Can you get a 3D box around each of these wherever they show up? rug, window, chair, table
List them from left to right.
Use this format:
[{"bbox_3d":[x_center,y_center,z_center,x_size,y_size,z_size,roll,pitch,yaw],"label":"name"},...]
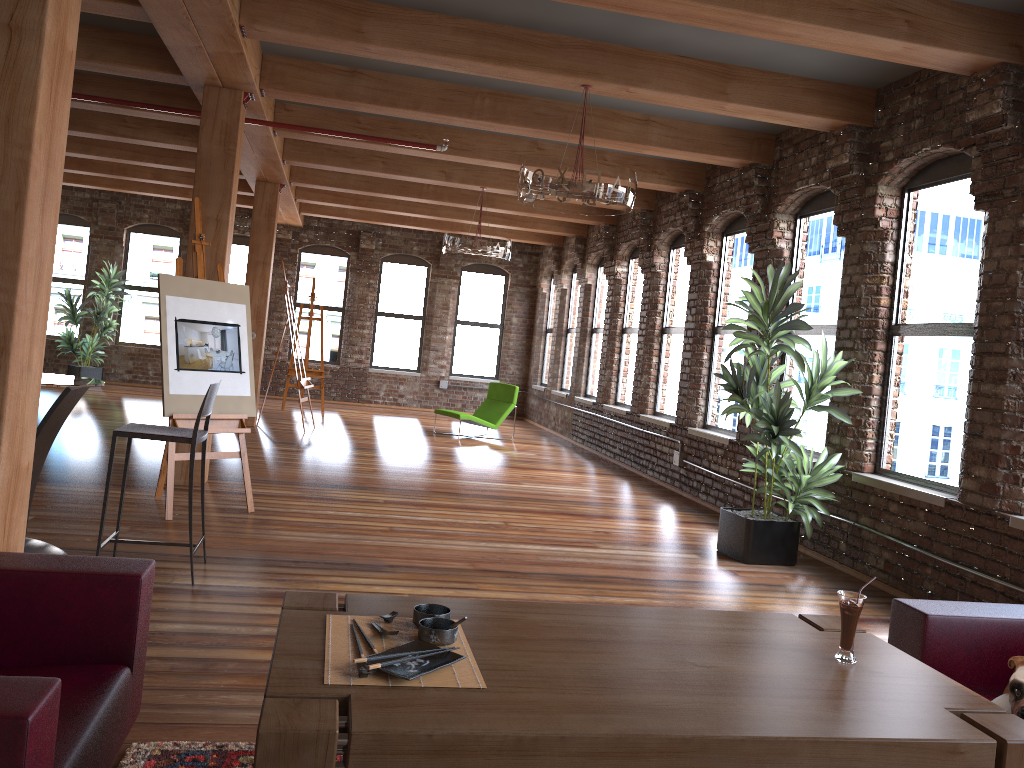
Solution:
[{"bbox_3d":[-1.370,0.790,1.945,0.865,0.593,1.072,6,2,-11],"label":"chair"},{"bbox_3d":[-2.476,0.424,4.427,0.722,0.924,0.721,6,1,13],"label":"table"},{"bbox_3d":[-7.831,-1.857,15.320,0.967,2.170,0.086,6,0,-11],"label":"window"},{"bbox_3d":[-6.374,-1.721,15.610,0.967,2.170,0.086,6,0,-11],"label":"window"},{"bbox_3d":[-1.766,0.458,4.476,0.466,0.982,0.430,6,0,-11],"label":"chair"},{"bbox_3d":[-4.930,-1.554,15.828,0.967,2.228,0.221,6,0,-11],"label":"window"},{"bbox_3d":[-3.500,-1.420,16.113,0.967,2.228,0.221,6,0,-11],"label":"window"},{"bbox_3d":[-2.063,-1.291,16.399,0.967,2.219,0.219,6,0,-11],"label":"window"},{"bbox_3d":[-0.515,0.360,12.571,0.954,0.796,0.682,5,1,-36],"label":"chair"},{"bbox_3d":[-0.612,-1.155,16.688,0.967,2.219,0.219,6,0,-11],"label":"window"},{"bbox_3d":[0.684,-0.992,15.816,0.232,2.215,0.969,6,0,-11],"label":"window"},{"bbox_3d":[0.972,-0.905,14.351,0.231,2.215,0.969,6,0,-11],"label":"window"},{"bbox_3d":[0.195,1.235,2.233,2.460,0.009,1.345,5,2,-11],"label":"rug"},{"bbox_3d":[1.258,-0.819,12.911,0.233,2.215,0.969,6,0,-11],"label":"window"},{"bbox_3d":[0.266,0.968,2.251,1.748,0.550,0.901,5,2,-11],"label":"table"},{"bbox_3d":[1.540,-0.734,11.474,0.230,2.215,0.969,6,0,-11],"label":"window"},{"bbox_3d":[1.827,-0.648,10.035,0.236,2.215,0.969,6,0,-11],"label":"window"},{"bbox_3d":[2.109,-0.563,8.595,0.232,2.215,0.969,6,0,-11],"label":"window"},{"bbox_3d":[2.395,-0.477,7.156,0.235,2.215,0.969,6,0,-11],"label":"window"},{"bbox_3d":[2.679,-0.392,5.716,0.235,2.215,0.969,6,0,-11],"label":"window"},{"bbox_3d":[2.963,-0.307,4.279,0.235,2.215,0.969,6,0,-11],"label":"window"},{"bbox_3d":[1.773,1.084,2.545,0.865,0.593,1.072,6,2,-11],"label":"chair"}]

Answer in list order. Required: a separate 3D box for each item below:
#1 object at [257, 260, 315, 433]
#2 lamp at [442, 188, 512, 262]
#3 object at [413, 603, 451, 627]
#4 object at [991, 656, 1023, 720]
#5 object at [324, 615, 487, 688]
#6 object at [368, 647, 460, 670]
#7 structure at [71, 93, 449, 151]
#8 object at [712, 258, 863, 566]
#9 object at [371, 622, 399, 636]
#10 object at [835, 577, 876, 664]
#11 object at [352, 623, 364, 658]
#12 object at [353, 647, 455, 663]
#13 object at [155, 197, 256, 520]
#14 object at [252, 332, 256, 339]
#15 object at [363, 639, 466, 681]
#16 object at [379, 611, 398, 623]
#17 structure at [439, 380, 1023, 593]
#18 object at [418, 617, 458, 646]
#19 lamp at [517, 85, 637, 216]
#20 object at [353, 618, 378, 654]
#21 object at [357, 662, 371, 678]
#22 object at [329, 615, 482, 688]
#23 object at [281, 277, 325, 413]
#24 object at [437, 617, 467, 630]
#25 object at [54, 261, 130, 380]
[{"bbox_3d":[-2.824,-0.503,11.374,0.685,2.141,0.662,6,0,-1],"label":"object"},{"bbox_3d":[-0.373,-1.870,10.271,0.811,0.815,0.808,6,1,25],"label":"lamp"},{"bbox_3d":[-0.211,0.615,2.335,0.099,0.043,0.099,6,2,15],"label":"object"},{"bbox_3d":[1.659,0.893,2.585,0.753,0.297,0.365,4,2,-40],"label":"object"},{"bbox_3d":[-0.272,0.639,2.145,0.352,0.001,0.470,5,2,-11],"label":"object"},{"bbox_3d":[-0.219,0.626,2.033,0.007,0.008,0.270,7,2,45],"label":"object"},{"bbox_3d":[-3.895,-2.460,7.341,6.802,0.112,0.051,5,0,-11],"label":"structure"},{"bbox_3d":[1.880,0.194,6.320,0.966,2.104,1.080,6,0,2],"label":"object"},{"bbox_3d":[-0.325,0.614,2.236,0.045,0.030,0.153,5,2,-27],"label":"object"},{"bbox_3d":[0.924,0.635,2.399,0.095,0.232,0.075,6,0,22],"label":"object"},{"bbox_3d":[-0.376,0.624,2.155,0.007,0.008,0.271,6,2,-16],"label":"object"},{"bbox_3d":[-0.244,0.623,2.047,0.270,0.008,0.007,4,2,-37],"label":"object"},{"bbox_3d":[-2.128,-0.224,6.089,0.686,2.141,0.700,6,0,39],"label":"object"},{"bbox_3d":[-3.259,-0.605,11.091,0.095,0.095,0.061,6,0,-11],"label":"object"},{"bbox_3d":[-0.227,0.638,2.036,0.154,0.018,0.212,7,3,34],"label":"object"},{"bbox_3d":[-0.324,0.615,2.328,0.018,0.021,0.059,6,2,31],"label":"object"},{"bbox_3d":[1.517,0.622,10.191,1.631,0.313,13.732,5,2,-18],"label":"structure"},{"bbox_3d":[-0.186,0.622,2.220,0.099,0.043,0.098,7,2,26],"label":"object"},{"bbox_3d":[0.469,-1.616,6.005,0.811,0.815,0.808,6,1,31],"label":"lamp"},{"bbox_3d":[-0.365,0.623,2.194,0.007,0.008,0.271,5,2,-22],"label":"object"},{"bbox_3d":[-0.325,0.630,1.938,0.018,0.021,0.059,5,2,-25],"label":"object"},{"bbox_3d":[-0.274,0.639,2.144,0.331,0.003,0.471,5,2,-11],"label":"object"},{"bbox_3d":[-3.260,-0.658,14.196,0.661,2.141,0.685,6,0,-16],"label":"object"},{"bbox_3d":[-0.161,0.598,2.200,0.138,0.080,0.045,7,1,44],"label":"object"},{"bbox_3d":[-7.020,-1.037,14.684,1.078,2.104,0.968,6,0,-33],"label":"object"}]
